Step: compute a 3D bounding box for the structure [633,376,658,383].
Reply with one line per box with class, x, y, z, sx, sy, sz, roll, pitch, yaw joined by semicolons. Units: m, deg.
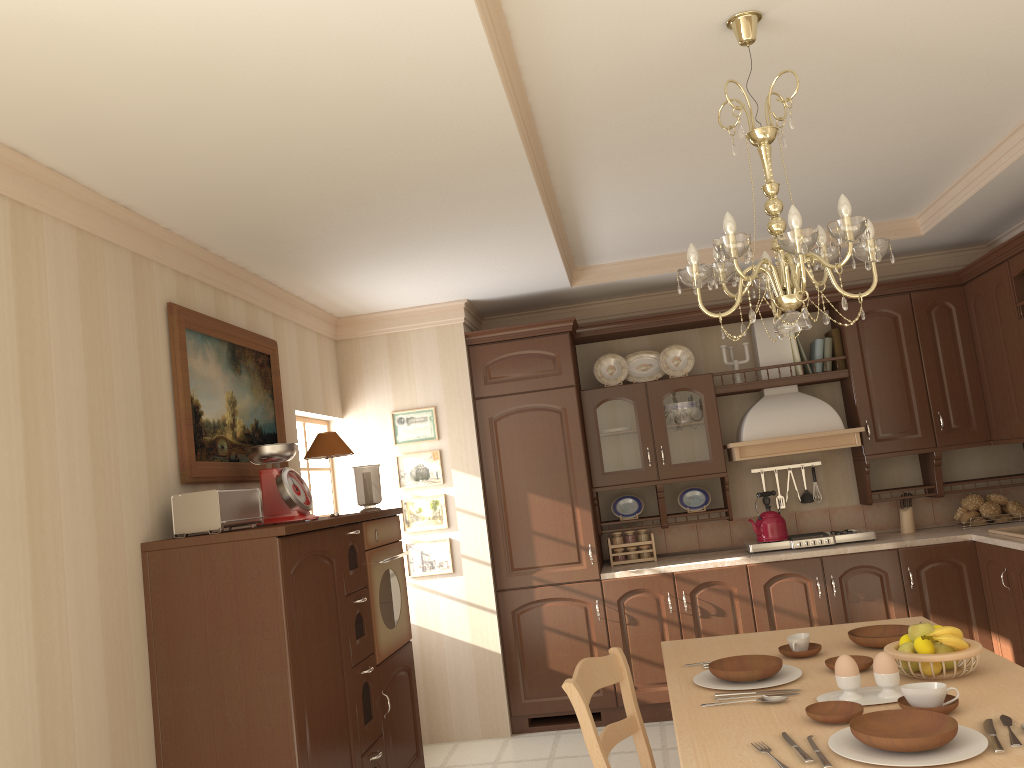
structure;0.829;-0.063;5.552;0.154;0.126;0.080;-8;-7;7

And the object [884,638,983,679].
object;1.097;0.716;2.306;0.235;0.068;0.235;-2;-8;-35

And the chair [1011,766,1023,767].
chair;0.858;1.064;1.629;0.462;0.846;0.517;-7;-6;0

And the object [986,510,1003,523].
object;2.808;0.764;5.182;0.114;0.094;0.098;-5;-7;-13

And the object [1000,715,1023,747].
object;1.015;0.704;1.806;0.022;0.004;0.216;-10;-7;22

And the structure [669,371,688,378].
structure;1.020;-0.095;5.473;0.110;0.126;0.080;-8;-7;7

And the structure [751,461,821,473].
structure;1.698;0.516;5.495;0.422;0.020;0.008;-8;-7;7

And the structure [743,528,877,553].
structure;1.726;0.905;5.156;0.710;0.054;0.325;-8;-7;7

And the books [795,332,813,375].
books;1.778;-0.179;5.461;0.068;0.271;0.194;-8;-7;7

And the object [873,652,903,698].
object;0.911;0.705;2.158;0.058;0.104;0.058;-5;-7;-14

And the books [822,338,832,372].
books;1.916;-0.168;5.426;0.080;0.209;0.205;-8;-7;7

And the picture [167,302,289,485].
picture;-1.177;0.078;3.791;0.036;0.687;0.990;-8;-7;7

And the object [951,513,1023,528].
object;2.775;0.788;5.155;0.364;0.060;0.199;-8;-7;7

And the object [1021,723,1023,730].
object;1.022;0.690;1.719;0.047;0.011;0.219;-10;-7;23

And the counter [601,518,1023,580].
counter;1.702;0.862;4.260;2.603;0.034;2.422;-8;-7;7

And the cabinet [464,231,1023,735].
cabinet;1.367;0.569;4.345;3.226;2.313;2.436;-8;-7;7

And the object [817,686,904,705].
object;0.868;0.761;2.159;0.245;0.005;0.157;-7;-6;4

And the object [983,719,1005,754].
object;0.966;0.706;1.785;0.023;0.008;0.221;-10;-7;22

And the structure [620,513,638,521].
structure;0.718;0.776;5.488;0.110;0.126;0.080;-8;-7;7

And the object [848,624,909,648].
object;1.132;0.773;2.699;0.204;0.042;0.204;-1;-9;-44

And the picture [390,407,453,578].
picture;-0.527;0.626;5.163;0.268;0.964;0.010;-8;-7;7

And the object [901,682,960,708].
object;0.942;0.706;1.993;0.119;0.055;0.063;-9;-7;21

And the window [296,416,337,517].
window;-1.106;0.730;4.849;0.050;1.100;0.765;-8;-7;7

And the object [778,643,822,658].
object;0.875;0.811;2.689;0.126;0.026;0.127;-11;-8;34

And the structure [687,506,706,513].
structure;1.122;0.721;5.437;0.110;0.126;0.080;-8;-7;7

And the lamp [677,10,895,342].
lamp;0.699;-0.622;2.442;0.501;0.982;0.502;-4;-7;-23

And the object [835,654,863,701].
object;0.824;0.717;2.178;0.058;0.104;0.058;-5;-7;-14

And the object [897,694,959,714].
object;0.937;0.724;1.994;0.126;0.026;0.127;-7;-6;-2

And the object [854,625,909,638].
object;1.132;0.769;2.697;0.168;0.034;0.168;-9;-7;18

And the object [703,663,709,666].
object;0.687;0.844;2.694;0.212;0.008;0.018;-8;-7;6

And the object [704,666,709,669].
object;0.684;0.840;2.656;0.218;0.008;0.022;-8;-7;9

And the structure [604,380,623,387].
structure;0.626;-0.042;5.522;0.110;0.126;0.080;-8;-7;7

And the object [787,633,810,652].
object;0.870;0.794;2.685;0.063;0.055;0.119;-12;-8;36

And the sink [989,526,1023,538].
sink;2.701;0.649;4.213;0.448;0.348;1.077;-8;-7;7

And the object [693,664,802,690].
object;0.659;0.822;2.487;0.299;0.009;0.299;-8;-7;5

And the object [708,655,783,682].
object;0.657;0.804;2.490;0.204;0.042;0.204;-8;-7;7

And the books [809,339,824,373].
books;1.867;-0.161;5.441;0.086;0.209;0.205;-8;-7;7

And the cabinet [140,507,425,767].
cabinet;-0.796;1.234;3.599;0.538;1.349;1.513;-8;-7;7

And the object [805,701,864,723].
object;0.735;0.751;2.018;0.126;0.026;0.127;-7;-6;-2

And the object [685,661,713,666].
object;0.642;0.856;2.740;0.218;0.004;0.028;-7;-6;-3

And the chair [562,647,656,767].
chair;0.494;1.212;2.538;0.517;0.846;0.462;-10;-7;24

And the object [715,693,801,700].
object;0.632;0.805;2.284;0.216;0.004;0.022;-8;-7;12

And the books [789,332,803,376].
books;1.737;-0.192;5.461;0.042;0.305;0.194;-8;-7;7

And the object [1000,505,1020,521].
object;2.897;0.750;5.162;0.091;0.100;0.125;-7;-6;2

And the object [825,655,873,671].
object;0.932;0.776;2.448;0.126;0.026;0.127;-3;-7;-28

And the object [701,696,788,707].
object;0.586;0.803;2.239;0.219;0.011;0.047;-9;-7;16

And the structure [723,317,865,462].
structure;1.626;0.002;5.346;0.753;0.845;0.455;-8;-7;7

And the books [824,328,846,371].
books;1.979;-0.199;5.424;0.052;0.254;0.205;-8;-7;7

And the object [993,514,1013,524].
object;2.833;0.778;5.124;0.103;0.060;0.105;-7;-6;2

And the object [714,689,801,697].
object;0.642;0.806;2.319;0.221;0.008;0.023;-8;-7;12

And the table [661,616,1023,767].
table;0.916;1.167;2.301;0.900;0.774;1.567;-8;-7;7
